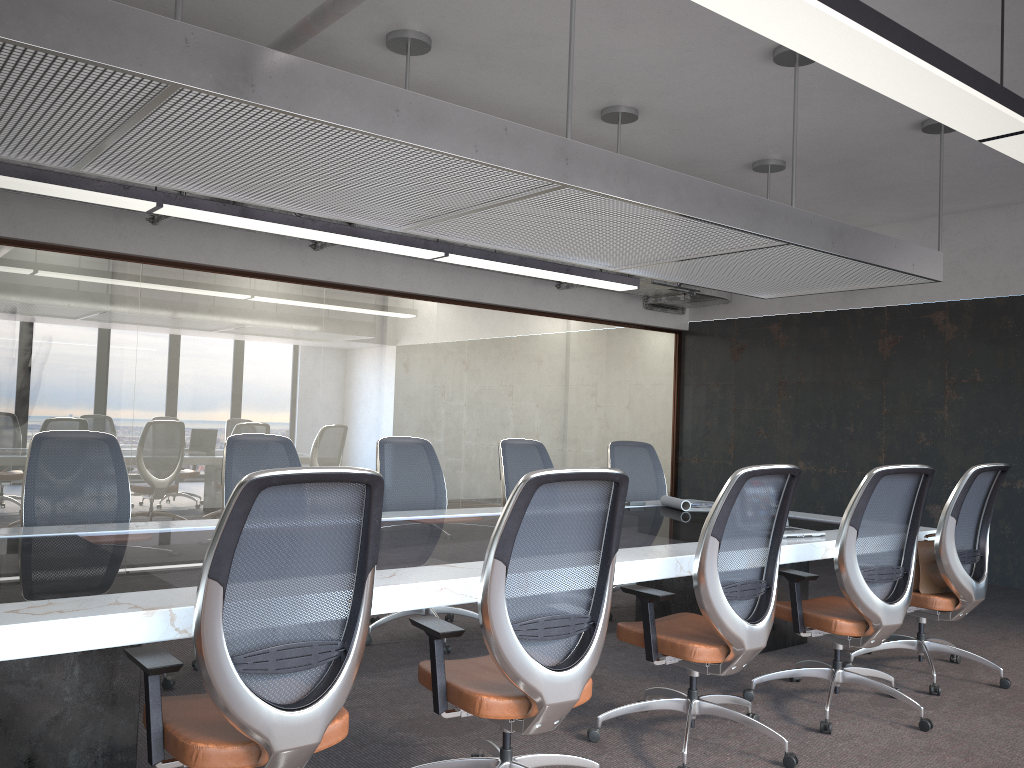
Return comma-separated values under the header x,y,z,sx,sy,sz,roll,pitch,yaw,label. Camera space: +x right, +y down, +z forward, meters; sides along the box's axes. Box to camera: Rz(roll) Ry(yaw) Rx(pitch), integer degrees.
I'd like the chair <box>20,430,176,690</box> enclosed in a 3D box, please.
x,y,z,sx,sy,sz,roll,pitch,yaw,label
-1.959,0.810,4.132,0.828,1.166,0.789,1,-2,16,chair

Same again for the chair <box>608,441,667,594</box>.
x,y,z,sx,sy,sz,roll,pitch,yaw,label
1.034,1.010,6.447,0.828,1.166,0.789,1,-3,31,chair

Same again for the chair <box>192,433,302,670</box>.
x,y,z,sx,sy,sz,roll,pitch,yaw,label
-1.218,0.860,4.721,0.828,1.166,0.789,1,-2,16,chair

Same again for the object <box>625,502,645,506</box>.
x,y,z,sx,sy,sz,roll,pitch,yaw,label
0.808,0.802,5.993,0.126,0.026,0.161,3,-2,-24,object

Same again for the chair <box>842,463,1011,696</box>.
x,y,z,sx,sy,sz,roll,pitch,yaw,label
2.229,0.988,4.803,0.828,1.166,0.789,1,-2,16,chair

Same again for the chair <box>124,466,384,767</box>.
x,y,z,sx,sy,sz,roll,pitch,yaw,label
-0.734,0.787,2.447,0.828,1.166,0.789,1,-2,16,chair

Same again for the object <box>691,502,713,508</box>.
x,y,z,sx,sy,sz,roll,pitch,yaw,label
1.290,0.815,5.970,0.200,0.036,0.049,2,-2,-2,object

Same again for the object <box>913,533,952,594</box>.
x,y,z,sx,sy,sz,roll,pitch,yaw,label
2.267,0.956,4.771,0.378,0.308,0.138,3,-3,-27,object

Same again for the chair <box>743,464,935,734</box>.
x,y,z,sx,sy,sz,roll,pitch,yaw,label
1.532,0.937,4.163,0.828,1.166,0.789,1,-3,26,chair

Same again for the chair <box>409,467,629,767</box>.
x,y,z,sx,sy,sz,roll,pitch,yaw,label
-0.018,0.831,2.904,0.828,1.166,0.789,1,-2,22,chair

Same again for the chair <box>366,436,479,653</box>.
x,y,z,sx,sy,sz,roll,pitch,yaw,label
-0.477,0.910,5.310,0.828,1.166,0.789,1,-2,16,chair

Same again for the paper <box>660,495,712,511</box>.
x,y,z,sx,sy,sz,roll,pitch,yaw,label
1.230,0.795,5.905,0.379,0.069,0.348,3,-2,-13,paper

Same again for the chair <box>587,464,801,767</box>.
x,y,z,sx,sy,sz,roll,pitch,yaw,label
0.747,0.887,3.625,0.828,1.166,0.789,1,-2,16,chair

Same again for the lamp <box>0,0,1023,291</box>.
x,y,z,sx,sy,sz,roll,pitch,yaw,label
-0.094,-1.440,4.325,6.097,0.908,4.126,4,-3,-38,lamp

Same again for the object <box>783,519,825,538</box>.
x,y,z,sx,sy,sz,roll,pitch,yaw,label
1.389,0.641,4.627,0.366,0.277,0.308,3,-3,-28,object

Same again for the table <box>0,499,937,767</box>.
x,y,z,sx,sy,sz,roll,pitch,yaw,label
-0.247,1.078,4.164,5.498,0.745,1.898,4,-3,-38,table

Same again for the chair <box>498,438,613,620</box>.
x,y,z,sx,sy,sz,roll,pitch,yaw,label
0.264,0.960,5.899,0.828,1.166,0.789,1,-2,16,chair
